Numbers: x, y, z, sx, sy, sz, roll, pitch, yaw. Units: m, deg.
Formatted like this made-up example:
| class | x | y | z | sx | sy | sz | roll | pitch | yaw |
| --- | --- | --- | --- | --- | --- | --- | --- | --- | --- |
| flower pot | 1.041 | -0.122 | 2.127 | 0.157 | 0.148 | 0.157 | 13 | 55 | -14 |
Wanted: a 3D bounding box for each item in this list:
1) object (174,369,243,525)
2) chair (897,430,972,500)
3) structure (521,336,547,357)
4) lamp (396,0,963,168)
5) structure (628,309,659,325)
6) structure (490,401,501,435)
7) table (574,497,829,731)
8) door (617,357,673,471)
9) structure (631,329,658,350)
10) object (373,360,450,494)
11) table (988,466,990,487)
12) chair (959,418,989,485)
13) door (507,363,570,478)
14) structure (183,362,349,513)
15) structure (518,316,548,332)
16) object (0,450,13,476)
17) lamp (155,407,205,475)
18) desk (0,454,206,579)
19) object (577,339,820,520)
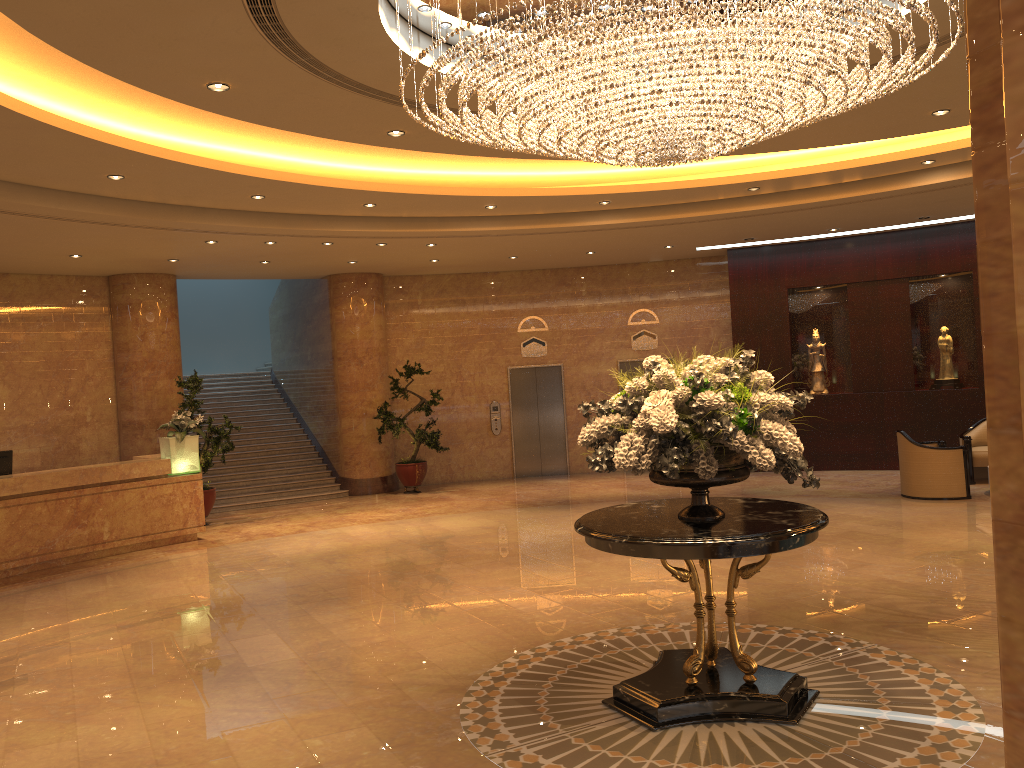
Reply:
| class | x | y | z | sx | sy | sz | roll | pitch | yaw |
| --- | --- | --- | --- | --- | --- | --- | --- | --- | --- |
| object | -4.788 | 0.965 | 13.637 | 1.250 | 2.363 | 0.843 | -3 | 1 | 43 |
| chair | 5.688 | 1.065 | 12.088 | 0.769 | 0.916 | 0.951 | -3 | 1 | 7 |
| structure | 0.424 | -0.716 | 17.066 | 0.504 | 0.405 | 0.012 | -4 | 1 | -3 |
| lamp | 0.922 | -1.948 | 5.362 | 3.204 | 1.196 | 3.206 | -3 | 1 | 9 |
| structure | 2.505 | -1.290 | 16.953 | 0.600 | 0.293 | 0.010 | -3 | 1 | 8 |
| structure | -0.312 | 0.653 | 16.996 | 0.200 | 0.661 | 0.053 | -4 | 1 | -6 |
| table | 1.152 | 1.333 | 5.352 | 1.493 | 1.089 | 1.493 | -4 | 1 | -34 |
| door | 2.626 | 0.580 | 17.027 | 1.070 | 2.149 | 0.150 | -3 | 1 | 8 |
| structure | 2.533 | -0.844 | 16.959 | 0.504 | 0.405 | 0.012 | -3 | 1 | 8 |
| object | -1.791 | 0.756 | 15.689 | 1.250 | 2.363 | 0.843 | -4 | 1 | -6 |
| table | 7.002 | 1.269 | 11.772 | 1.196 | 0.354 | 1.196 | -4 | 1 | -1 |
| chair | 7.088 | 0.968 | 13.002 | 0.951 | 0.916 | 0.769 | -3 | 1 | 22 |
| door | 0.507 | 0.707 | 17.124 | 1.070 | 2.145 | 0.150 | -4 | 1 | -2 |
| structure | -5.817 | -0.631 | 18.235 | 9.849 | 5.560 | 7.472 | -4 | 1 | -28 |
| structure | 0.397 | -1.162 | 17.059 | 0.600 | 0.293 | 0.010 | -4 | 1 | -3 |
| object | -6.349 | 1.078 | 10.729 | 0.531 | 0.500 | 0.430 | -4 | 1 | -20 |
| lamp | -4.527 | 0.769 | 12.216 | 0.532 | 0.897 | 0.606 | -3 | 1 | 41 |
| desk | -6.623 | 1.765 | 6.745 | 3.466 | 1.155 | 12.951 | -3 | 1 | 7 |
| object | 1.070 | 0.294 | 5.309 | 1.318 | 0.999 | 1.277 | -3 | 1 | 3 |
